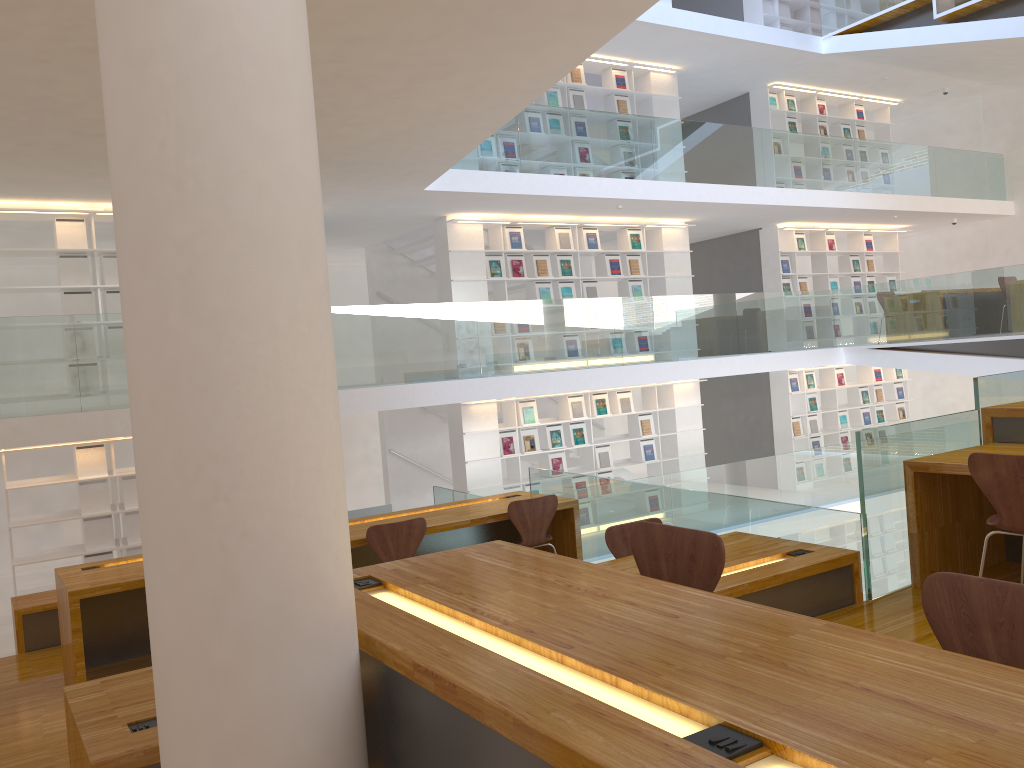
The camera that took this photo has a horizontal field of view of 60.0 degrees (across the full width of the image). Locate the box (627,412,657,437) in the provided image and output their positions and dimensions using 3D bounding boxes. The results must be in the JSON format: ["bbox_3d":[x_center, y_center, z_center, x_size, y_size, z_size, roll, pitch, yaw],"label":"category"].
[{"bbox_3d":[1.690,0.529,11.530,0.245,0.296,0.274,-5,1,-32],"label":"box"}]

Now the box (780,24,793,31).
[{"bbox_3d":[4.039,-5.174,13.212,0.245,0.296,0.274,-5,1,-32],"label":"box"}]

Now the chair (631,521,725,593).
[{"bbox_3d":[0.356,0.772,2.479,0.381,0.693,0.428,-5,1,-32],"label":"chair"}]

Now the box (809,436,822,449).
[{"bbox_3d":[4.512,0.929,13.345,0.245,0.296,0.274,-5,1,-32],"label":"box"}]

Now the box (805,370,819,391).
[{"bbox_3d":[4.401,-0.050,13.303,0.245,0.296,0.274,-5,1,-32],"label":"box"}]

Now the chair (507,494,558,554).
[{"bbox_3d":[0.075,1.089,5.926,0.428,0.693,0.381,-5,1,-32],"label":"chair"}]

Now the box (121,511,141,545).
[{"bbox_3d":[-3.515,1.330,8.349,0.245,0.296,0.274,-5,1,-32],"label":"box"}]

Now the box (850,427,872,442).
[{"bbox_3d":[5.536,0.836,13.984,0.245,0.296,0.274,-5,1,-32],"label":"box"}]

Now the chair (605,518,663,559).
[{"bbox_3d":[0.753,1.067,4.524,0.428,0.693,0.381,-5,1,-32],"label":"chair"}]

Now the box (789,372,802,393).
[{"bbox_3d":[4.086,-0.019,13.106,0.245,0.296,0.274,-5,1,-32],"label":"box"}]

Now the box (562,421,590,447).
[{"bbox_3d":[0.770,0.612,10.956,0.245,0.296,0.274,-5,1,-32],"label":"box"}]

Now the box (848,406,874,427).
[{"bbox_3d":[5.499,0.509,13.970,0.245,0.296,0.274,-5,1,-32],"label":"box"}]

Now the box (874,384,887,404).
[{"bbox_3d":[5.780,0.153,14.154,0.245,0.296,0.274,-5,1,-32],"label":"box"}]

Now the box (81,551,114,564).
[{"bbox_3d":[-3.804,1.687,8.161,0.245,0.296,0.274,-5,1,-32],"label":"box"}]

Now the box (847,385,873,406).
[{"bbox_3d":[5.474,0.182,13.963,0.245,0.296,0.274,-5,1,-32],"label":"box"}]

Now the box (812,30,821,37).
[{"bbox_3d":[4.585,-5.224,13.553,0.245,0.296,0.274,-5,1,-32],"label":"box"}]

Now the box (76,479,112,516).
[{"bbox_3d":[-3.847,1.031,8.151,0.245,0.296,0.274,-5,1,-32],"label":"box"}]

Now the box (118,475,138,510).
[{"bbox_3d":[-3.540,1.004,8.342,0.245,0.296,0.274,-5,1,-32],"label":"box"}]

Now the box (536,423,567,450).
[{"bbox_3d":[0.477,0.632,10.774,0.245,0.296,0.274,-5,1,-32],"label":"box"}]

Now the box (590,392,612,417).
[{"bbox_3d":[1.066,0.255,11.149,0.245,0.296,0.274,-5,1,-32],"label":"box"}]

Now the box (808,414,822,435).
[{"bbox_3d":[4.453,0.604,13.318,0.245,0.296,0.274,-5,1,-32],"label":"box"}]

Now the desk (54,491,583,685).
[{"bbox_3d":[-1.168,1.391,5.866,3.236,0.918,1.285,-5,1,-32],"label":"desk"}]

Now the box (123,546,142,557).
[{"bbox_3d":[-3.501,1.659,8.349,0.245,0.296,0.274,-5,1,-32],"label":"box"}]

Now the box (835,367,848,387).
[{"bbox_3d":[4.976,-0.104,13.658,0.245,0.296,0.274,-5,1,-32],"label":"box"}]

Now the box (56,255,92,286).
[{"bbox_3d":[-4.006,-1.024,8.106,0.245,0.296,0.274,-5,1,-32],"label":"box"}]

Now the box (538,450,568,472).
[{"bbox_3d":[0.507,0.959,10.784,0.245,0.296,0.274,-5,1,-32],"label":"box"}]

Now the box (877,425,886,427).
[{"bbox_3d":[5.839,0.808,14.173,0.245,0.296,0.274,-5,1,-32],"label":"box"}]

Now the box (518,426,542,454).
[{"bbox_3d":[0.168,0.667,10.596,0.245,0.296,0.274,-5,1,-32],"label":"box"}]

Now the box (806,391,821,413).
[{"bbox_3d":[4.447,0.270,13.322,0.245,0.296,0.274,-5,1,-32],"label":"box"}]

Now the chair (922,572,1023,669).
[{"bbox_3d":[0.868,0.750,1.654,0.381,0.693,0.428,-5,1,-32],"label":"chair"}]

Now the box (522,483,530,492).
[{"bbox_3d":[0.222,1.322,10.597,0.245,0.296,0.274,-5,1,-32],"label":"box"}]

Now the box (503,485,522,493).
[{"bbox_3d":[-0.028,1.345,10.441,0.245,0.296,0.274,-5,1,-32],"label":"box"}]

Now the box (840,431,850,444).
[{"bbox_3d":[5.058,0.879,13.686,0.245,0.296,0.274,-5,1,-32],"label":"box"}]

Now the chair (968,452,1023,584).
[{"bbox_3d":[2.154,0.608,3.600,0.381,0.693,0.428,-5,1,-32],"label":"chair"}]

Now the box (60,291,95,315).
[{"bbox_3d":[-3.972,-0.697,8.119,0.245,0.296,0.274,-5,1,-32],"label":"box"}]

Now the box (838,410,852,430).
[{"bbox_3d":[5.044,0.550,13.686,0.245,0.296,0.274,-5,1,-32],"label":"box"}]

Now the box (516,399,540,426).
[{"bbox_3d":[0.150,0.338,10.578,0.245,0.296,0.274,-5,1,-32],"label":"box"}]

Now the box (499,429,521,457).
[{"bbox_3d":[-0.082,0.689,10.425,0.245,0.296,0.274,-5,1,-32],"label":"box"}]

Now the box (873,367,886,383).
[{"bbox_3d":[5.755,-0.173,14.147,0.245,0.296,0.274,-5,1,-32],"label":"box"}]

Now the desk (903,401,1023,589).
[{"bbox_3d":[3.328,0.480,3.259,1.527,0.785,3.243,-5,1,-32],"label":"desk"}]

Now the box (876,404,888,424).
[{"bbox_3d":[5.797,0.482,14.156,0.245,0.296,0.274,-5,1,-32],"label":"box"}]

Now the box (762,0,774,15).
[{"bbox_3d":[3.663,-5.470,12.986,0.245,0.296,0.274,-5,1,-32],"label":"box"}]

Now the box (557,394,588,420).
[{"bbox_3d":[0.751,0.284,10.953,0.245,0.296,0.274,-5,1,-32],"label":"box"}]

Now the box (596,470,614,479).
[{"bbox_3d":[1.134,1.239,11.166,0.245,0.296,0.274,-5,1,-32],"label":"box"}]

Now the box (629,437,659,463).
[{"bbox_3d":[1.717,0.856,11.538,0.245,0.296,0.274,-5,1,-32],"label":"box"}]

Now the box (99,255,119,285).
[{"bbox_3d":[-3.700,-1.051,8.297,0.245,0.296,0.274,-5,1,-32],"label":"box"}]

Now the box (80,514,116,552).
[{"bbox_3d":[-3.813,1.358,8.164,0.245,0.296,0.274,-5,1,-32],"label":"box"}]

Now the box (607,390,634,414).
[{"bbox_3d":[-1.379,2.229,9.572,7.125,3.764,0.498,-5,1,-32],"label":"box"}]

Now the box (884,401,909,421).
[{"bbox_3d":[6.261,0.439,14.445,0.245,0.296,0.274,-5,1,-32],"label":"box"}]

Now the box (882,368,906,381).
[{"bbox_3d":[6.199,-0.215,14.424,0.245,0.296,0.274,-5,1,-32],"label":"box"}]

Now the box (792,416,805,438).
[{"bbox_3d":[4.136,0.633,13.120,0.245,0.296,0.274,-5,1,-32],"label":"box"}]

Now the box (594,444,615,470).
[{"bbox_3d":[1.104,0.912,11.156,0.245,0.296,0.274,-5,1,-32],"label":"box"}]

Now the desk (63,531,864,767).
[{"bbox_3d":[0.057,1.191,3.514,3.185,0.606,0.760,-5,1,-32],"label":"desk"}]

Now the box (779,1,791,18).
[{"bbox_3d":[3.980,-5.499,13.184,0.245,0.296,0.274,-5,1,-32],"label":"box"}]

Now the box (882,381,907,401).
[{"bbox_3d":[6.225,0.112,14.431,0.245,0.296,0.274,-5,1,-32],"label":"box"}]

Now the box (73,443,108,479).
[{"bbox_3d":[-3.872,0.704,8.144,0.245,0.296,0.274,-5,1,-32],"label":"box"}]

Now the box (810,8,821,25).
[{"bbox_3d":[4.571,-5.553,13.553,0.245,0.296,0.274,-5,1,-32],"label":"box"}]

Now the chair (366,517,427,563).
[{"bbox_3d":[-0.747,1.164,5.414,0.428,0.693,0.381,-5,1,-32],"label":"chair"}]

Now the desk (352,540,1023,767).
[{"bbox_3d":[0.498,0.822,1.451,0.760,0.606,3.185,-5,1,-32],"label":"desk"}]

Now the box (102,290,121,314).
[{"bbox_3d":[-3.674,-0.724,8.304,0.245,0.296,0.274,-5,1,-32],"label":"box"}]
